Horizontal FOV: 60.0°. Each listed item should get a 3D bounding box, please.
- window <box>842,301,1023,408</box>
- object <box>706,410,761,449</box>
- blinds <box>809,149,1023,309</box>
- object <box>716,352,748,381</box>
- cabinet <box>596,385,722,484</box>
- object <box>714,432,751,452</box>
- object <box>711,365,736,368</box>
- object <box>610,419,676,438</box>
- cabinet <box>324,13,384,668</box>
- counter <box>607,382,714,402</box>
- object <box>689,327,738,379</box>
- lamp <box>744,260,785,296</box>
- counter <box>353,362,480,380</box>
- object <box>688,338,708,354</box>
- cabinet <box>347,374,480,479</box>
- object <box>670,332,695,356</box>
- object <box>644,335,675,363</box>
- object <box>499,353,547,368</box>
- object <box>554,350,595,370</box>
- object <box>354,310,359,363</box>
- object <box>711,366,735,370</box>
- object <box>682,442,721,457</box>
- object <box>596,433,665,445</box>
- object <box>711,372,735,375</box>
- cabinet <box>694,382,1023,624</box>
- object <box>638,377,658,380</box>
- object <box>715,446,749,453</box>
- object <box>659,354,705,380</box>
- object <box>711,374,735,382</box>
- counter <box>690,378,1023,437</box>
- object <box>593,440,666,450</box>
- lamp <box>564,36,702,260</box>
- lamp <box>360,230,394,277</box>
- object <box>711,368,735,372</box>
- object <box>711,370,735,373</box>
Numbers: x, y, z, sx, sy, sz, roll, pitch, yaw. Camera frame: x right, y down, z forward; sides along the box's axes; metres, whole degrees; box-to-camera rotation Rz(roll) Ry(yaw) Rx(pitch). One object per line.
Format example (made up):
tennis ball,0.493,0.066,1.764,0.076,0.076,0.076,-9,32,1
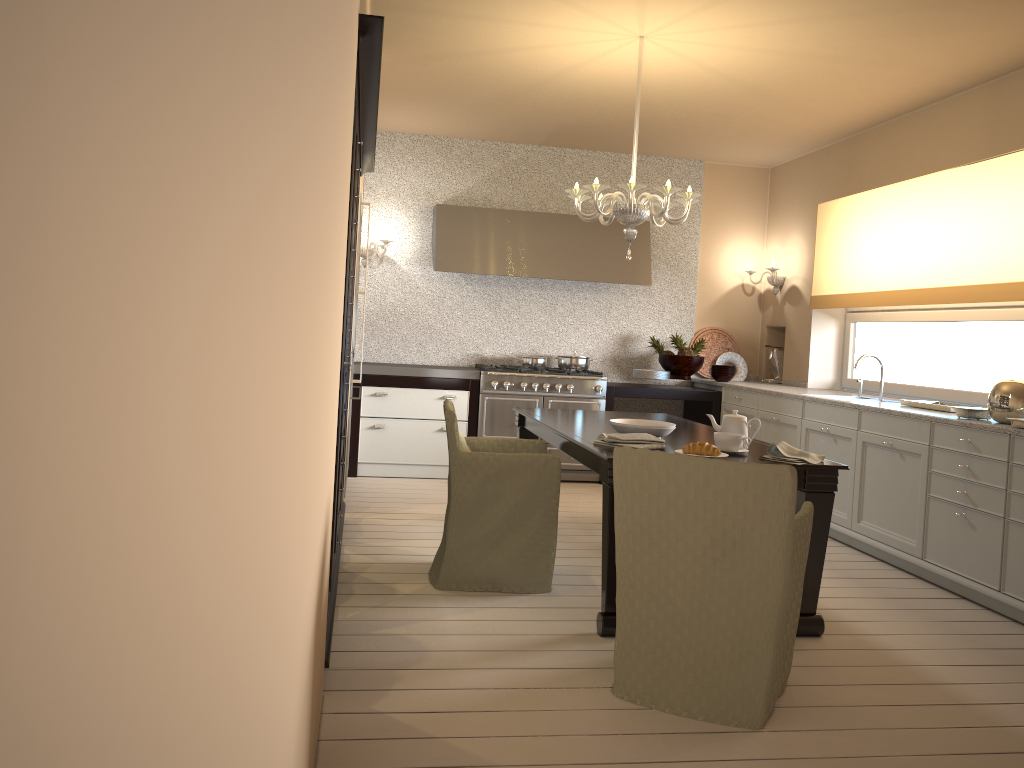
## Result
window,2.813,-0.521,4.865,0.047,1.352,3.572,3,3,-10
object,0.898,0.183,3.603,0.198,0.156,0.118,3,2,-3
blinds,2.533,-0.831,4.832,0.022,0.781,3.555,3,3,-10
object,1.799,-0.127,7.270,0.282,0.272,0.093,3,1,-8
cabinet,1.063,0.377,6.871,0.895,0.724,0.601,3,2,-10
object,0.848,0.229,3.451,0.125,0.069,0.116,2,3,-16
object,1.623,-0.111,6.806,0.180,0.065,0.180,3,3,-2
object,0.559,0.197,3.800,0.281,0.066,0.282,2,3,-15
cabinet,-1.045,-0.195,3.610,0.888,1.838,2.493,3,2,-10
counter,1.081,0.055,6.865,0.764,0.079,0.601,3,3,-10
object,1.665,-0.256,7.317,0.431,0.430,0.064,3,1,-10
lamp,2.059,-0.837,7.076,0.264,0.266,0.480,3,3,-11
counter,-0.720,-0.102,6.560,0.895,0.062,0.601,3,3,-10
object,1.424,-0.236,6.989,0.275,0.284,0.138,2,2,-25
cabinet,-0.740,0.293,6.553,0.895,0.724,0.637,3,2,-10
object,1.313,-0.269,6.871,0.160,0.278,0.269,2,2,-28
object,1.179,-0.249,6.970,0.279,0.284,0.138,5,2,36
object,0.099,-0.182,6.868,0.371,0.090,0.198,5,3,32
object,0.481,-0.188,6.881,0.266,0.145,0.265,5,3,38
object,-1.225,-0.360,6.595,0.155,0.394,0.155,3,1,-21
object,1.619,-0.097,6.806,0.180,0.064,0.180,3,3,-2
object,0.695,0.238,3.248,0.138,0.051,0.062,4,2,9
object,0.465,0.221,3.486,0.233,0.051,0.165,3,3,-10
object,1.616,-0.056,6.807,0.180,0.063,0.180,1,3,-32
cabinet,2.167,0.503,5.304,0.846,0.770,4.228,3,3,-10
object,1.057,-0.043,6.727,0.278,0.011,0.279,2,3,-22
object,0.842,0.260,3.450,0.154,0.012,0.154,6,4,41
object,1.317,-0.130,6.912,0.351,0.188,0.352,2,3,-26
object,1.616,-0.044,6.807,0.180,0.063,0.180,1,3,-32
counter,2.134,0.091,5.284,0.652,0.068,4.245,3,3,-10
object,0.457,0.236,3.451,0.164,0.026,0.232,0,4,-45
lamp,0.615,-1.180,4.418,0.675,1.127,0.701,3,2,9
lamp,-1.025,-0.960,6.560,0.269,0.340,0.480,3,2,-11
object,1.616,-0.086,6.806,0.180,0.066,0.180,2,3,-17
object,1.617,-0.071,6.807,0.180,0.063,0.180,1,3,-32
